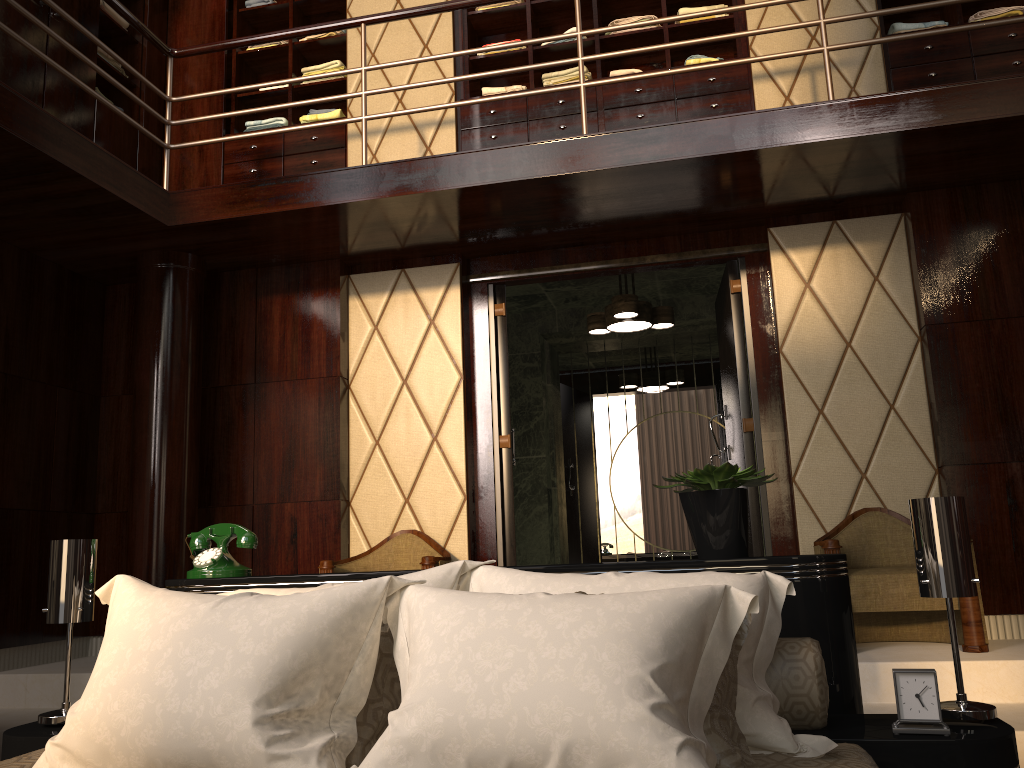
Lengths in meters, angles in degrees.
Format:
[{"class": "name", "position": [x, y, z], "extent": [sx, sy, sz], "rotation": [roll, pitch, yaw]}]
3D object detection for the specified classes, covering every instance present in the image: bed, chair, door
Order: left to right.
[{"class": "bed", "position": [-0.287, 0.552, 0.929], "extent": [1.985, 0.660, 2.381], "rotation": [-5, -11, 12]}, {"class": "chair", "position": [-0.529, 0.919, 3.929], "extent": [0.571, 0.550, 0.462], "rotation": [-5, -11, 12]}, {"class": "door", "position": [0.559, 0.388, 4.659], "extent": [1.435, 1.820, 0.828], "rotation": [-4, -11, 11]}, {"class": "chair", "position": [1.492, 0.755, 3.501], "extent": [0.571, 0.550, 0.462], "rotation": [-5, -11, 12]}]

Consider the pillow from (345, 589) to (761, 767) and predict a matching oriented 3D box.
[{"class": "pillow", "position": [-0.155, 0.474, 1.418], "extent": [1.123, 0.271, 0.293], "rotation": [-5, -11, 12]}]

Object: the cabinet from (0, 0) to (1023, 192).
[{"class": "cabinet", "position": [0.307, -2.102, 4.104], "extent": [6.767, 2.432, 2.576], "rotation": [-5, -11, 12]}]

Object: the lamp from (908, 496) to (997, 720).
[{"class": "lamp", "position": [0.800, 0.403, 1.623], "extent": [0.106, 0.385, 0.109], "rotation": [-6, -12, 19]}]

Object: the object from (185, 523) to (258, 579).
[{"class": "object", "position": [-0.717, 0.410, 2.187], "extent": [0.158, 0.131, 0.178], "rotation": [3, -12, -25]}]

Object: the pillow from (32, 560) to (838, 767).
[{"class": "pillow", "position": [-0.175, 0.456, 1.452], "extent": [1.322, 0.320, 0.685], "rotation": [-5, -11, 13]}]

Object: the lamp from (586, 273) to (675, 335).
[{"class": "lamp", "position": [0.630, -0.491, 5.173], "extent": [0.467, 0.347, 0.515], "rotation": [-12, -15, 41]}]

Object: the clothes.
[{"class": "clothes", "position": [0.039, -1.974, 4.893], "extent": [4.996, 0.954, 0.818], "rotation": [-3, -11, 5]}]

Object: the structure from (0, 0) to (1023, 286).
[{"class": "structure", "position": [0.108, -0.444, 2.525], "extent": [6.107, 3.189, 3.750], "rotation": [-5, -11, 12]}]

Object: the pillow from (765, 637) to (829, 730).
[{"class": "pillow", "position": [-0.113, 0.590, 1.741], "extent": [1.396, 0.167, 0.173], "rotation": [-5, -11, 12]}]

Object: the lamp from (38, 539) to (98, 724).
[{"class": "lamp", "position": [-0.977, 0.541, 1.964], "extent": [0.106, 0.385, 0.109], "rotation": [-6, -12, 19]}]

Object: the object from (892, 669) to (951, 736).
[{"class": "object", "position": [0.684, 0.536, 1.496], "extent": [0.088, 0.103, 0.034], "rotation": [-6, -12, 20]}]

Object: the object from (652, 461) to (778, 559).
[{"class": "object", "position": [0.453, 0.279, 1.944], "extent": [0.256, 0.205, 0.241], "rotation": [-1, -11, -6]}]
